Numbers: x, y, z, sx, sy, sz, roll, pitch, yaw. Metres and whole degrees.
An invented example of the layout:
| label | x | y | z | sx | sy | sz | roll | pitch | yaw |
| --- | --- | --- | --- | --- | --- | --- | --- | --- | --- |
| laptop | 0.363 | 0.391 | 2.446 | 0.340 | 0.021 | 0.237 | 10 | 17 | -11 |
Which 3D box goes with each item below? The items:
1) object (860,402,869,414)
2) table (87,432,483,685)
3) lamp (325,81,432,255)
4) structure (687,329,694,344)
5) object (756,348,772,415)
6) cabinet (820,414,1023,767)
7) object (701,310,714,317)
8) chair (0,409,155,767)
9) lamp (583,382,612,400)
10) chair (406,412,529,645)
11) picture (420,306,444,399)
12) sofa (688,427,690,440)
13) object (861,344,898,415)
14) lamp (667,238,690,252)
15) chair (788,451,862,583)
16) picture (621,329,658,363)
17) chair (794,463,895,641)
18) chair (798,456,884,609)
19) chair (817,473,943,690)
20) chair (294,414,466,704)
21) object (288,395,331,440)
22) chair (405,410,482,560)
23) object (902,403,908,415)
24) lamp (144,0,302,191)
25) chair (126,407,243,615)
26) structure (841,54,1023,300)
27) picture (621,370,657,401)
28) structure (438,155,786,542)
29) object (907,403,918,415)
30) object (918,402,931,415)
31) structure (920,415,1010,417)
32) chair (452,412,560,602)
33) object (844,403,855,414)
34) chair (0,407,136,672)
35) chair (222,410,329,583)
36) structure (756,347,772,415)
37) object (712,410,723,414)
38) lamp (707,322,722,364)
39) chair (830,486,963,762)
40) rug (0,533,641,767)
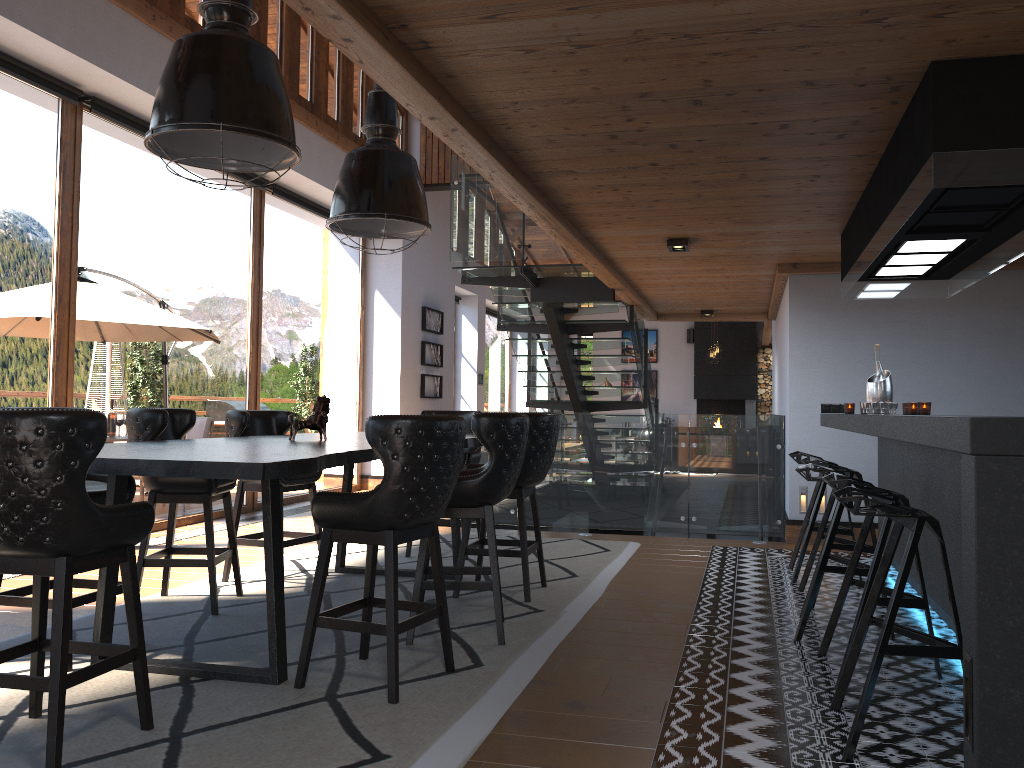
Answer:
| label | x | y | z | sx | sy | sz | roll | pitch | yaw |
| --- | --- | --- | --- | --- | --- | --- | --- | --- | --- |
| object | 2.391 | 0.164 | 5.986 | 0.080 | 0.081 | 0.078 | 1 | -2 | -21 |
| table | -0.981 | 0.777 | 4.759 | 1.421 | 0.950 | 3.816 | 0 | -2 | 15 |
| lamp | -0.758 | -3.121 | 5.342 | 0.628 | 4.687 | 0.614 | 2 | -3 | -31 |
| structure | 4.298 | -1.148 | 21.277 | 0.212 | 0.349 | 0.215 | 0 | -2 | 14 |
| object | 5.933 | 0.470 | 20.630 | 0.491 | 2.613 | 0.469 | 0 | -2 | 14 |
| cabinet | 2.194 | 0.711 | 4.427 | 0.884 | 1.104 | 4.826 | 0 | -2 | 15 |
| object | 2.481 | -0.901 | 11.252 | 0.154 | 0.068 | 0.262 | 0 | -2 | 15 |
| chair | -1.481 | 0.623 | 2.782 | 0.501 | 1.092 | 0.571 | 0 | -2 | 13 |
| lamp | 1.816 | 0.777 | 20.692 | 0.521 | 1.900 | 1.336 | -1 | -3 | 35 |
| chair | -0.205 | 0.683 | 4.351 | 0.569 | 1.092 | 0.503 | 1 | -2 | -2 |
| picture | -1.172 | -0.446 | 13.056 | 0.059 | 1.313 | 0.778 | 0 | -2 | 15 |
| sofa | 3.560 | 1.198 | 16.237 | 2.552 | 0.839 | 1.245 | 0 | -2 | 13 |
| object | 2.376 | -0.028 | 5.732 | 0.225 | 0.453 | 0.226 | 0 | -2 | 14 |
| lamp | 1.249 | -1.046 | 6.648 | 0.154 | 0.068 | 0.262 | 0 | -2 | 15 |
| chair | 2.109 | 0.884 | 5.974 | 0.466 | 0.840 | 0.541 | 0 | -2 | 14 |
| picture | 3.111 | -0.920 | 21.638 | 0.874 | 0.816 | 0.036 | 0 | -2 | 14 |
| chair | 1.682 | 0.837 | 4.485 | 0.465 | 0.840 | 0.543 | 0 | -2 | 20 |
| chair | 1.955 | 0.861 | 5.229 | 0.467 | 0.840 | 0.541 | 0 | -2 | 11 |
| chair | 1.576 | 0.815 | 3.774 | 0.467 | 0.840 | 0.541 | 0 | -2 | 11 |
| chair | -0.480 | 0.667 | 3.570 | 0.563 | 1.092 | 0.508 | 0 | -2 | 23 |
| object | -1.091 | 0.182 | 4.762 | 0.223 | 0.254 | 0.115 | 2 | -2 | -23 |
| chair | -0.488 | 0.747 | 6.705 | 0.501 | 1.092 | 0.571 | 0 | -2 | 13 |
| object | 2.730 | 0.172 | 6.103 | 0.080 | 0.081 | 0.078 | 1 | -2 | -21 |
| lamp | -1.171 | -3.170 | 3.796 | 0.628 | 4.687 | 0.614 | 2 | -3 | -31 |
| chair | -1.808 | 0.678 | 4.838 | 0.569 | 1.092 | 0.503 | 1 | -2 | -2 |
| structure | 2.273 | -0.887 | 4.674 | 0.707 | 0.476 | 3.267 | 0 | -2 | 15 |
| picture | 3.098 | 0.075 | 21.596 | 0.874 | 0.816 | 0.036 | 0 | -2 | 14 |
| structure | -1.394 | 1.003 | 10.374 | 9.158 | 6.402 | 11.083 | 0 | -2 | 14 |
| object | 2.681 | 0.166 | 5.919 | 0.080 | 0.081 | 0.078 | 1 | -2 | -21 |
| object | 2.581 | 0.154 | 5.547 | 0.080 | 0.081 | 0.078 | 1 | -2 | -21 |
| structure | 2.126 | 0.155 | 4.027 | 0.501 | 0.017 | 0.613 | 0 | -2 | 14 |
| chair | -0.002 | 0.713 | 5.298 | 0.565 | 1.092 | 0.506 | 0 | -2 | 13 |
| object | 2.531 | 0.185 | 6.646 | 0.080 | 0.081 | 0.078 | 2 | -3 | -41 |
| chair | -2.010 | 0.648 | 3.891 | 0.565 | 1.092 | 0.506 | 0 | -2 | 13 |
| chair | -1.533 | 0.713 | 5.618 | 0.563 | 1.092 | 0.508 | 0 | -2 | 23 |
| structure | 5.937 | 0.463 | 20.619 | 0.499 | 2.618 | 0.514 | 0 | -2 | 14 |
| object | 4.213 | 0.904 | 17.676 | 0.402 | 0.808 | 0.625 | 0 | -2 | 26 |
| lamp | 4.198 | -1.538 | 18.426 | 0.261 | 2.203 | 0.804 | 1 | -2 | 6 |
| chair | 1.347 | 0.791 | 3.028 | 0.466 | 0.840 | 0.542 | 0 | -2 | 15 |
| rug | -0.845 | 1.242 | 5.039 | 2.537 | 0.047 | 5.661 | 0 | -2 | 15 |
